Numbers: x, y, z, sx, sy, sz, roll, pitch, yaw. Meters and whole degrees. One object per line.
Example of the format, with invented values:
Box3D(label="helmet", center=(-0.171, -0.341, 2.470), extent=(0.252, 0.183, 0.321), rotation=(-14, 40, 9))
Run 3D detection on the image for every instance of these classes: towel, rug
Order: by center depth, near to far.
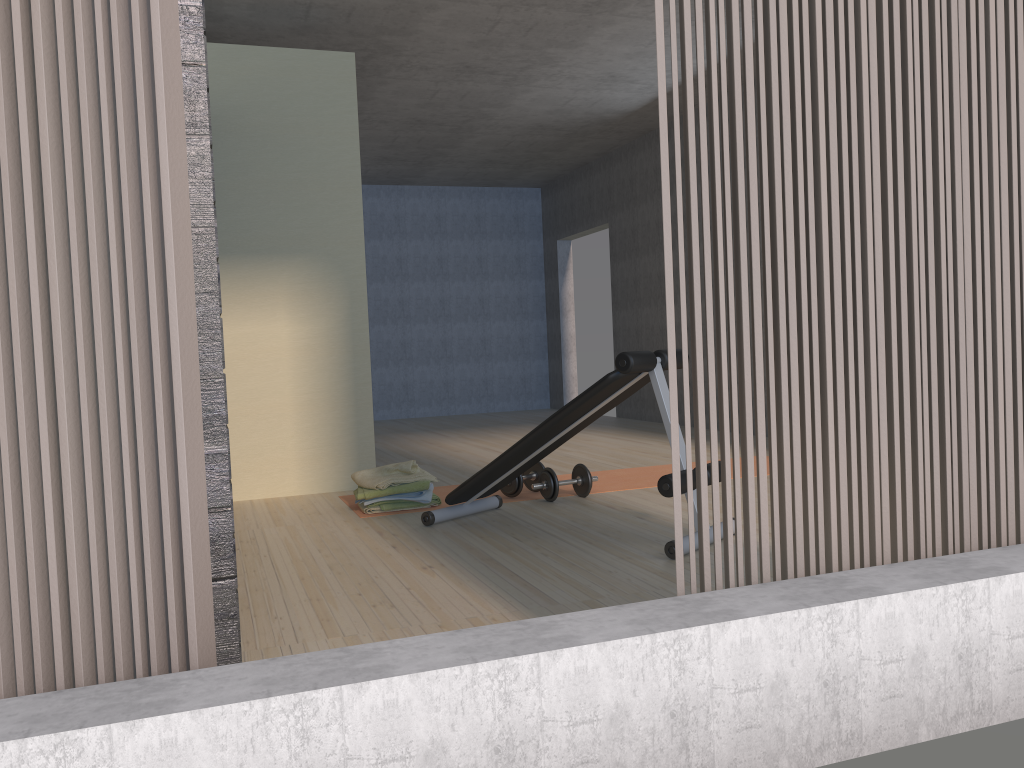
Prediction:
Box3D(label="towel", center=(-0.614, 0.519, 4.500), extent=(0.376, 0.085, 0.371), rotation=(-3, 2, -14))
Box3D(label="towel", center=(-0.593, 0.554, 4.517), extent=(0.383, 0.078, 0.383), rotation=(-3, 2, -2))
Box3D(label="towel", center=(-0.603, 0.464, 4.521), extent=(0.384, 0.123, 0.373), rotation=(-4, 3, -35))
Box3D(label="towel", center=(-0.583, 0.578, 4.541), extent=(0.380, 0.081, 0.367), rotation=(-3, 2, -21))
Box3D(label="towel", center=(-0.603, 0.602, 4.543), extent=(0.376, 0.044, 0.371), rotation=(-3, 2, -20))
Box3D(label="rug", center=(0.464, 0.556, 5.050), extent=(2.779, 0.002, 0.716), rotation=(-3, 2, -19))

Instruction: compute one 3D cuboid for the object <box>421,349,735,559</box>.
Box3D(label="object", center=(0.236, 0.244, 3.739), extent=(1.312, 0.746, 0.505), rotation=(-1, 3, 40))

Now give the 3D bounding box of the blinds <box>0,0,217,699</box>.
Box3D(label="blinds", center=(-1.100, -0.597, 1.328), extent=(1.133, 2.744, 0.069), rotation=(-3, 2, -19))

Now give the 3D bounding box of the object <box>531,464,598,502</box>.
Box3D(label="object", center=(0.272, 0.503, 4.519), extent=(0.385, 0.176, 0.176), rotation=(-4, 3, -28))

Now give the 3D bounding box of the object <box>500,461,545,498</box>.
Box3D(label="object", center=(0.056, 0.496, 4.675), extent=(0.176, 0.176, 0.385), rotation=(0, 3, 42))

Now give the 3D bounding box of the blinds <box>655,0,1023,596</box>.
Box3D(label="blinds", center=(0.817, -0.710, 1.998), extent=(1.133, 2.744, 0.069), rotation=(-3, 2, -19))
